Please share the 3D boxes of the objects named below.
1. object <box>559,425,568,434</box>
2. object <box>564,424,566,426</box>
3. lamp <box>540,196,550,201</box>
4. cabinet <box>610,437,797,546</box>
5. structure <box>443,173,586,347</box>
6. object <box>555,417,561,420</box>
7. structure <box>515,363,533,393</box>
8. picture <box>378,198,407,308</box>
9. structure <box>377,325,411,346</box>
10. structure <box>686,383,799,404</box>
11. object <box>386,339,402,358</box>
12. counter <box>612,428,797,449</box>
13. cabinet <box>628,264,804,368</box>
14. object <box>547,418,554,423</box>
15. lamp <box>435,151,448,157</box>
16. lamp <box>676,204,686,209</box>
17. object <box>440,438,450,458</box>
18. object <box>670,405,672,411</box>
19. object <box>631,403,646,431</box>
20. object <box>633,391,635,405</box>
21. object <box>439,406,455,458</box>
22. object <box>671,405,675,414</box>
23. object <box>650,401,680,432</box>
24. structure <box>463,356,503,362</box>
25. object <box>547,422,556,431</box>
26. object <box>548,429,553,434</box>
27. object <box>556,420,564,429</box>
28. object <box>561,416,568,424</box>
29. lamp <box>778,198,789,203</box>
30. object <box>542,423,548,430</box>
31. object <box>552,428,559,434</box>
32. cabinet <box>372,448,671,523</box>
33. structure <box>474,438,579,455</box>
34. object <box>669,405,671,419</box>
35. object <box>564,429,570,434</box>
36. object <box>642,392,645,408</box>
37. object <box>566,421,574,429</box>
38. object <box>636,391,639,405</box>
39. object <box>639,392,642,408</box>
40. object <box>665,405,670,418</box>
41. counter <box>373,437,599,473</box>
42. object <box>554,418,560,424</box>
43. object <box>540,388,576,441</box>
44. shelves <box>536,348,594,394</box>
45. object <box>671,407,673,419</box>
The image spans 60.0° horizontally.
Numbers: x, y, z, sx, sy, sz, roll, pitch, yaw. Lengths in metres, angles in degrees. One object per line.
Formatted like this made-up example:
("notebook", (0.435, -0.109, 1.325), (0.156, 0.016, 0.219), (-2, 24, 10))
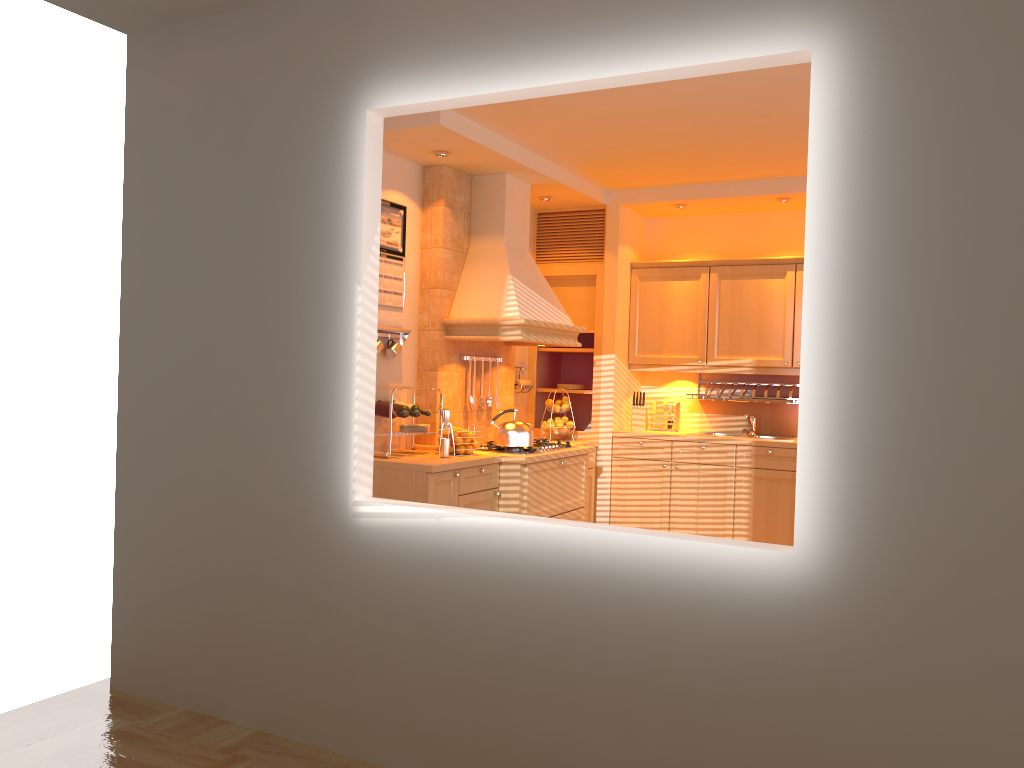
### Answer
("object", (0.370, 0.328, 6.399), (0.064, 0.062, 0.064), (2, 1, 15))
("object", (0.377, 0.290, 6.492), (0.057, 0.059, 0.058), (2, 1, -8))
("lamp", (0.233, -1.304, 6.242), (0.070, 0.021, 0.070), (2, 1, 11))
("cabinet", (2.182, 0.503, 5.986), (3.000, 1.700, 0.625), (2, 1, 28))
("structure", (1.646, -0.686, 5.613), (4.091, 1.148, 1.061), (2, 1, 2))
("object", (0.336, 0.260, 6.472), (0.051, 0.048, 0.050), (1, 1, -29))
("structure", (0.060, -0.046, 6.509), (0.126, 0.220, 0.320), (2, 1, 28))
("picture", (-0.734, -0.753, 5.085), (0.009, 0.605, 0.417), (2, 1, 28))
("structure", (-0.722, -0.279, 5.079), (0.069, 0.118, 0.405), (2, 1, 28))
("structure", (1.742, 0.063, 6.405), (0.900, 0.126, 0.300), (2, 1, 28))
("object", (-0.680, -0.203, 5.114), (0.066, 0.111, 0.103), (2, 1, 21))
("counter", (1.661, 0.393, 6.277), (1.800, 0.038, 0.600), (2, 1, 28))
("cabinet", (1.752, -0.479, 6.384), (1.792, 0.712, 0.332), (2, 1, 28))
("object", (0.282, 0.279, 6.445), (0.055, 0.058, 0.056), (1, 1, -26))
("lamp", (-0.401, -1.308, 5.048), (0.070, 0.021, 0.070), (2, 1, 11))
("lamp", (1.212, -1.274, 6.374), (0.070, 0.021, 0.070), (2, 1, -11))
("object", (-0.372, 0.354, 4.917), (0.060, 0.106, 0.060), (2, 1, -4))
("object", (1.186, 0.253, 6.657), (0.018, 0.196, 0.023), (2, 1, 32))
("object", (0.944, 0.246, 6.617), (0.100, 0.200, 0.070), (2, 1, 2))
("object", (0.908, 0.188, 6.603), (0.019, 0.265, 0.037), (2, 1, -8))
("object", (-0.376, 0.264, 4.903), (0.101, 0.288, 0.088), (2, 1, 28))
("object", (1.198, 0.250, 6.672), (0.042, 0.192, 0.040), (2, 1, -12))
("object", (1.154, 0.242, 6.685), (0.200, 0.221, 0.103), (2, 1, 28))
("structure", (-0.185, -0.163, 5.783), (0.009, 0.024, 0.506), (2, 1, 28))
("object", (0.285, 0.304, 6.390), (0.063, 0.063, 0.063), (2, 1, 39))
("object", (0.279, 0.342, 6.463), (0.046, 0.043, 0.047), (2, 1, -12))
("object", (0.345, 0.289, 6.364), (0.056, 0.063, 0.065), (2, 1, 4))
("object", (0.384, 0.261, 6.428), (0.050, 0.052, 0.049), (2, 1, 35))
("lamp", (1.849, -1.249, 6.041), (0.070, 0.021, 0.070), (2, 1, -23))
("object", (0.242, 0.309, 6.441), (0.056, 0.057, 0.053), (2, 1, 5))
("object", (0.317, 0.339, 6.426), (0.052, 0.056, 0.057), (2, 1, -10))
("cabinet", (0.209, 0.873, 5.773), (1.141, 0.840, 2.850), (2, 1, 28))
("structure", (0.044, 0.388, 5.664), (0.494, 0.051, 0.797), (2, 1, 28))
("object", (1.182, 0.253, 6.636), (0.020, 0.196, 0.017), (1, 1, -36))
("object", (0.390, 0.337, 6.462), (0.063, 0.061, 0.064), (2, 1, 6))
("object", (0.977, 0.190, 6.601), (0.019, 0.265, 0.037), (2, 1, 11))
("object", (0.421, 0.296, 6.420), (0.064, 0.060, 0.063), (3, 1, 43))
("object", (0.930, 0.188, 6.603), (0.019, 0.265, 0.038), (2, 1, 11))
("object", (0.953, 0.189, 6.602), (0.019, 0.265, 0.038), (2, 1, 11))
("object", (1.166, 0.250, 6.635), (0.042, 0.192, 0.040), (2, 1, -11))
("counter", (-0.082, 0.427, 5.589), (0.770, 0.038, 2.250), (2, 1, 28))
("object", (0.339, 0.280, 6.419), (0.063, 0.061, 0.063), (2, 1, 2))
("object", (0.338, 0.221, 6.471), (0.265, 0.376, 0.265), (2, 1, -13))
("shelves", (0.527, 0.083, 6.891), (0.600, 0.702, 0.582), (2, 1, 28))
("object", (1.193, 0.254, 6.636), (0.022, 0.196, 0.018), (2, 1, 32))
